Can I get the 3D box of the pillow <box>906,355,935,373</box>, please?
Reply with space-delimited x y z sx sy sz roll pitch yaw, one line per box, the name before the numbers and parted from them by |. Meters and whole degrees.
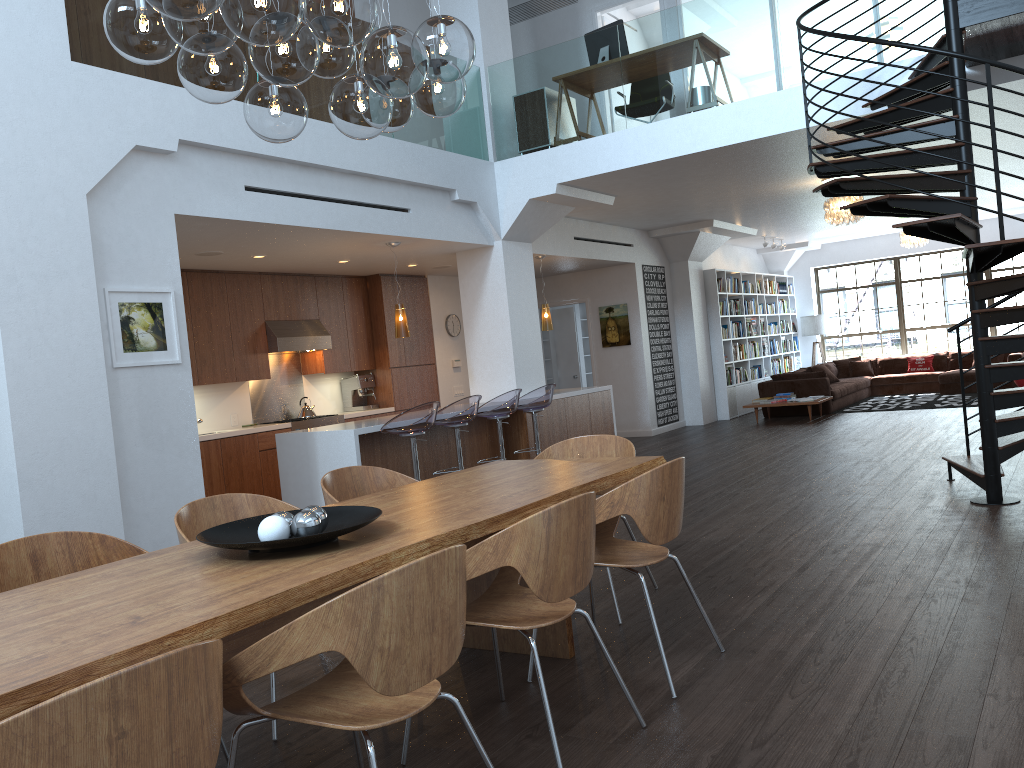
pillow | 7.368 -0.352 15.992 0.465 0.308 0.220 -5 2 29

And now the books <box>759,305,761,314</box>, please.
books | 4.438 -1.332 16.032 0.107 0.167 0.017 -5 2 33

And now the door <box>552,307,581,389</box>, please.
door | 0.746 -0.197 14.466 0.826 2.032 0.174 -5 2 33

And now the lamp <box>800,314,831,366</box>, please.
lamp | 6.128 -0.585 17.759 0.545 1.579 0.545 -5 2 22

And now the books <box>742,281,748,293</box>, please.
books | 4.054 -1.686 15.519 0.140 0.231 0.042 -5 2 33

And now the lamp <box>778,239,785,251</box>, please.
lamp | 4.930 -2.538 16.182 0.120 0.211 0.111 -6 1 7

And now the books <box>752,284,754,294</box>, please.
books | 4.239 -1.682 15.789 0.109 0.171 0.018 -5 2 33

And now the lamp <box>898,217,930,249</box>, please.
lamp | 6.544 -2.485 14.439 0.442 0.539 0.441 -6 1 -15

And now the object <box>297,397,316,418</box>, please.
object | -2.369 0.264 10.198 0.222 0.235 0.222 -6 1 8

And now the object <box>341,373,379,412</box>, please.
object | -1.829 0.100 10.906 0.439 0.455 0.284 -5 2 33

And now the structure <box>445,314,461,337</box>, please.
structure | -0.791 -0.787 11.931 0.040 0.300 0.300 -5 2 33

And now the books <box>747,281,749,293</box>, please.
books | 4.076 -1.687 15.563 0.158 0.226 0.052 -5 2 33

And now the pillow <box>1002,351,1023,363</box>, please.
pillow | 8.457 -0.563 15.325 0.651 0.587 0.335 -5 1 12

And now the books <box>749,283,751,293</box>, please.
books | 4.133 -1.677 15.634 0.139 0.191 0.036 -5 2 33

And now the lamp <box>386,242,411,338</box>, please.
lamp | 0.147 -1.479 8.828 2.842 1.807 0.149 -6 2 -18

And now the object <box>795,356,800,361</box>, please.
object | 5.556 -0.491 17.764 0.316 0.088 0.410 -5 2 33

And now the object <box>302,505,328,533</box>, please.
object | -0.659 0.452 2.939 0.100 0.100 0.100 -6 1 -12

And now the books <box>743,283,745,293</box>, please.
books | 3.938 -1.650 15.327 0.139 0.191 0.036 -5 2 33

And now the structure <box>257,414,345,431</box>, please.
structure | -2.314 0.845 9.929 0.662 0.919 0.811 -5 2 33

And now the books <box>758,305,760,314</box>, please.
books | 4.405 -1.327 15.992 0.120 0.167 0.020 -5 2 33

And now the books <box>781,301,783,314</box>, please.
books | 5.123 -1.472 17.121 0.183 0.253 0.034 -5 2 32

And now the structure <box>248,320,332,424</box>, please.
structure | -2.471 -0.148 9.940 0.529 1.110 0.811 -5 2 33

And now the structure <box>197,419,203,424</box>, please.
structure | -3.217 0.432 8.907 0.263 0.155 0.064 -5 1 16

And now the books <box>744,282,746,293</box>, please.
books | 3.972 -1.660 15.375 0.146 0.202 0.027 -5 2 33

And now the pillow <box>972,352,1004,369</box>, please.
pillow | 8.204 -0.454 15.301 0.248 0.362 0.542 -7 2 -36

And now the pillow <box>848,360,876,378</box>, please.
pillow | 6.446 -0.286 16.423 0.489 0.337 0.238 -6 1 3

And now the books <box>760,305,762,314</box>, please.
books | 4.457 -1.337 16.078 0.126 0.173 0.032 -5 2 33

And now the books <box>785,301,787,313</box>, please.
books | 5.298 -1.497 17.414 0.183 0.253 0.034 -5 2 32

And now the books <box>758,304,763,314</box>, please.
books | 4.484 -1.351 16.126 0.139 0.191 0.036 -5 2 33

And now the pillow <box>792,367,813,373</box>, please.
pillow | 4.678 -0.073 14.062 0.269 0.411 0.559 -6 1 -11

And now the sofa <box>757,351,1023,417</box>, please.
sofa | 6.429 -0.079 14.705 3.481 0.664 4.197 -5 2 33

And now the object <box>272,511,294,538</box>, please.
object | -0.755 0.468 2.914 0.100 0.100 0.100 -6 1 -12

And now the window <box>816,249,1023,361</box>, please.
window | 8.289 -1.574 17.005 4.648 1.905 0.114 -5 2 33

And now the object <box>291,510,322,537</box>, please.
object | -0.657 0.454 2.837 0.100 0.100 0.100 -6 1 -12

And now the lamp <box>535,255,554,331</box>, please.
lamp | 0.386 -1.094 10.714 0.149 0.900 0.149 -6 1 -12

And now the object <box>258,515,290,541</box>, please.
object | -0.754 0.467 2.811 0.100 0.100 0.100 -6 1 -12

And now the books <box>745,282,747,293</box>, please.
books | 4.013 -1.666 15.446 0.146 0.202 0.027 -5 2 33

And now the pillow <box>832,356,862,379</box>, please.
pillow | 6.336 -0.298 16.608 0.580 0.418 0.334 -6 1 6

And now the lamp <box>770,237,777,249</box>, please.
lamp | 4.650 -2.499 15.748 0.120 0.211 0.111 -6 1 -8

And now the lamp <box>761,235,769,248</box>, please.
lamp | 4.376 -2.461 15.324 0.120 0.211 0.111 -6 2 -23

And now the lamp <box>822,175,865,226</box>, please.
lamp | 3.811 -2.103 10.197 0.442 0.539 0.441 -6 1 -15

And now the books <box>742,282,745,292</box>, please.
books | 3.950 -1.657 15.357 0.146 0.202 0.027 -5 2 33

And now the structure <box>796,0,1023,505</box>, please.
structure | 3.053 -1.371 5.954 1.998 4.352 1.998 -6 1 -6

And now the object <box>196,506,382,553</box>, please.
object | -0.718 0.487 2.900 0.592 0.066 0.592 -6 1 -9

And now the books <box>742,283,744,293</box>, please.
books | 3.925 -1.641 15.301 0.128 0.178 0.021 -5 2 33

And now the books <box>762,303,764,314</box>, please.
books | 4.519 -1.361 16.174 0.146 0.202 0.027 -5 2 33

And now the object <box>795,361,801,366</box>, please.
object | 5.571 -0.404 17.762 0.331 0.088 0.410 -5 2 33

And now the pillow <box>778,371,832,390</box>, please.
pillow | 4.570 -0.013 13.819 0.750 0.364 0.289 -5 2 32

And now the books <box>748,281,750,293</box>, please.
books | 4.105 -1.694 15.602 0.140 0.231 0.042 -5 2 33

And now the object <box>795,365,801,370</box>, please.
object | 5.580 -0.317 17.764 0.331 0.088 0.410 -5 2 33

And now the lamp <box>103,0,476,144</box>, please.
lamp | -0.797 -1.966 3.103 0.849 2.140 1.787 -5 2 32

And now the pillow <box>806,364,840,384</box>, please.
pillow | 5.362 -0.151 15.318 0.625 0.391 0.325 -7 2 -41
